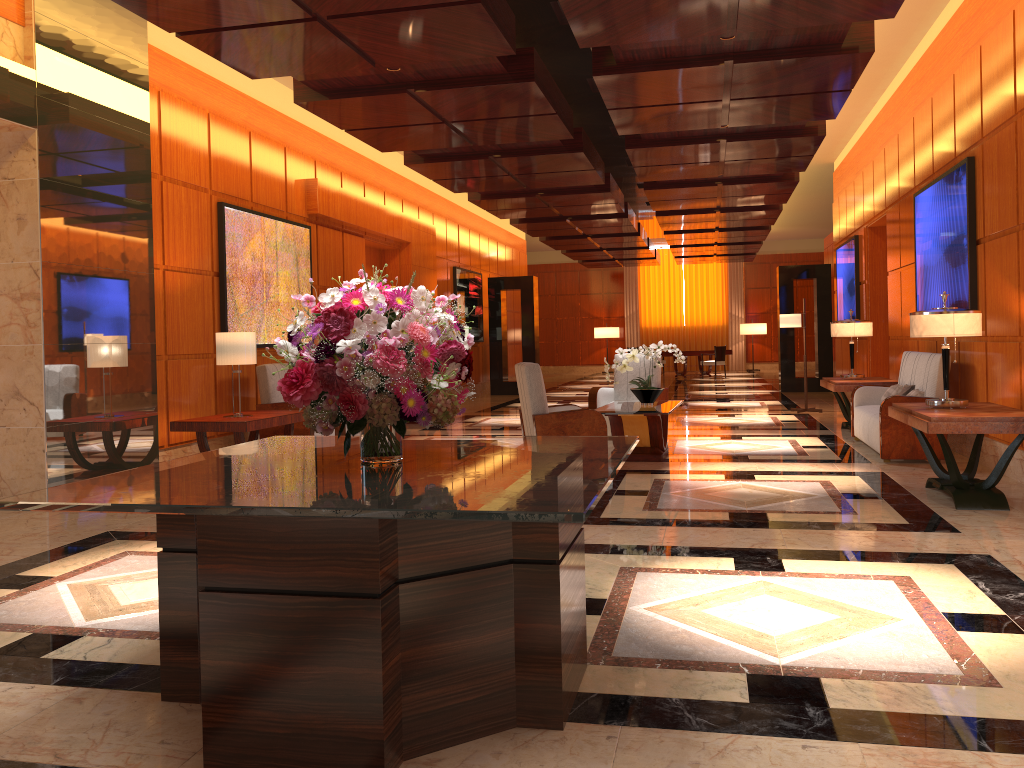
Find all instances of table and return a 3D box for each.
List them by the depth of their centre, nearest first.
[{"bbox_3d":[-0.433,0.633,2.967,1.600,0.744,1.602,-1,2,13],"label":"table"},{"bbox_3d":[3.068,0.474,6.016,0.725,0.606,1.271,-1,2,13],"label":"table"},{"bbox_3d":[-2.344,0.546,7.857,0.724,0.534,1.169,-1,2,16],"label":"table"},{"bbox_3d":[1.221,0.456,8.466,0.722,0.495,1.562,-1,3,16],"label":"table"},{"bbox_3d":[3.985,0.252,10.137,0.725,0.606,1.271,-1,2,13],"label":"table"},{"bbox_3d":[-1.256,0.283,12.747,0.724,0.534,1.169,-1,2,16],"label":"table"},{"bbox_3d":[5.044,-0.562,24.721,2.107,0.741,0.784,-2,2,-16],"label":"table"}]

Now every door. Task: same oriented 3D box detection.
[{"bbox_3d":[5.084,-0.878,11.805,0.340,2.650,1.539,-1,1,13],"label":"door"},{"bbox_3d":[-2.086,-0.785,13.383,0.340,2.650,1.501,-1,1,13],"label":"door"}]

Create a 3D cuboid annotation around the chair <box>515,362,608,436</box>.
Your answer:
[{"bbox_3d":[0.380,0.297,7.125,0.628,0.960,0.738,-2,1,-9],"label":"chair"}]

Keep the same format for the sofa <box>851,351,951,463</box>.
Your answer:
[{"bbox_3d":[3.674,0.168,8.453,0.612,0.932,1.801,-1,2,13],"label":"sofa"}]

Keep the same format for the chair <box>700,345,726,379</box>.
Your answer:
[{"bbox_3d":[5.450,-0.588,23.787,0.585,0.894,0.576,-2,1,-34],"label":"chair"}]

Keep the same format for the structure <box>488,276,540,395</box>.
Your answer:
[{"bbox_3d":[0.048,-1.026,18.905,0.985,2.497,0.500,-1,1,13],"label":"structure"}]

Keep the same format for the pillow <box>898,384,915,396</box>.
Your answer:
[{"bbox_3d":[3.745,0.128,8.457,0.160,0.253,0.358,-1,2,9],"label":"pillow"}]

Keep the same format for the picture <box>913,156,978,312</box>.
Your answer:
[{"bbox_3d":[4.047,-1.217,8.342,0.056,1.451,1.999,-1,2,13],"label":"picture"}]

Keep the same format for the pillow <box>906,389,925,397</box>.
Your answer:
[{"bbox_3d":[3.614,0.166,8.028,0.202,0.229,0.273,-1,2,15],"label":"pillow"}]

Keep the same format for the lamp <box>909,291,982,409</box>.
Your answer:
[{"bbox_3d":[3.013,-0.240,6.157,0.458,0.809,0.459,-1,1,22],"label":"lamp"}]

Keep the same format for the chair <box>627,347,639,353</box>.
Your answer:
[{"bbox_3d":[3.552,-0.596,24.885,0.585,0.894,0.576,-2,2,-39],"label":"chair"}]

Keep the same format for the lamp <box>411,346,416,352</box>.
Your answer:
[{"bbox_3d":[1.669,-0.144,7.033,0.335,0.734,13.003,-2,3,-28],"label":"lamp"}]

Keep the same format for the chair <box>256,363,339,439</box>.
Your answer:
[{"bbox_3d":[-2.192,0.266,9.034,0.628,0.960,0.738,-1,1,11],"label":"chair"}]

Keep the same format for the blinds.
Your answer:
[{"bbox_3d":[5.638,-2.445,29.149,3.852,4.063,0.149,-1,1,13],"label":"blinds"}]

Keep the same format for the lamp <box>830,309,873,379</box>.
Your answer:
[{"bbox_3d":[3.915,-0.466,10.212,0.459,0.793,0.458,-2,1,-26],"label":"lamp"}]

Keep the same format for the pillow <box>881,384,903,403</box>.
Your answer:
[{"bbox_3d":[3.812,0.114,8.887,0.195,0.227,0.344,-1,2,18],"label":"pillow"}]

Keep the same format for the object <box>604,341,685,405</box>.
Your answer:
[{"bbox_3d":[1.289,-0.107,8.565,0.788,0.617,0.417,-2,1,-10],"label":"object"}]

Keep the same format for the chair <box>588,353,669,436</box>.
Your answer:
[{"bbox_3d":[1.319,0.137,9.971,0.737,0.960,0.629,-1,1,31],"label":"chair"}]

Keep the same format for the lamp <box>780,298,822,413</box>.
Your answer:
[{"bbox_3d":[4.196,-0.416,12.937,0.526,1.660,0.360,-1,1,3],"label":"lamp"}]

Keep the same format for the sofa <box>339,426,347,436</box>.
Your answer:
[{"bbox_3d":[-1.952,0.195,10.637,0.612,0.932,1.801,-1,2,13],"label":"sofa"}]

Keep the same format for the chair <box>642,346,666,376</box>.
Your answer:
[{"bbox_3d":[4.130,-0.664,26.003,0.576,0.894,0.585,0,2,41],"label":"chair"}]

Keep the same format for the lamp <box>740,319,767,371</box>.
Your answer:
[{"bbox_3d":[7.653,-1.232,28.069,0.811,1.660,0.810,-2,1,-37],"label":"lamp"}]

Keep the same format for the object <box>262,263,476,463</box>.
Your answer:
[{"bbox_3d":[-0.447,-0.071,2.980,0.650,0.658,0.680,-1,2,4],"label":"object"}]

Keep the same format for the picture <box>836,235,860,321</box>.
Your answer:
[{"bbox_3d":[5.320,-1.525,14.062,0.056,1.451,1.999,-1,2,13],"label":"picture"}]

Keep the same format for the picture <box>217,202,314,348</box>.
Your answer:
[{"bbox_3d":[-2.652,-1.126,9.735,0.056,1.451,1.999,-1,2,13],"label":"picture"}]

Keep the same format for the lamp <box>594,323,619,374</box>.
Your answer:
[{"bbox_3d":[3.121,-1.174,29.079,0.811,1.660,0.810,-2,1,-37],"label":"lamp"}]

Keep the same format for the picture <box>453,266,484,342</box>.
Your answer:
[{"bbox_3d":[-0.857,-1.560,17.799,0.056,1.451,1.999,-1,2,13],"label":"picture"}]
